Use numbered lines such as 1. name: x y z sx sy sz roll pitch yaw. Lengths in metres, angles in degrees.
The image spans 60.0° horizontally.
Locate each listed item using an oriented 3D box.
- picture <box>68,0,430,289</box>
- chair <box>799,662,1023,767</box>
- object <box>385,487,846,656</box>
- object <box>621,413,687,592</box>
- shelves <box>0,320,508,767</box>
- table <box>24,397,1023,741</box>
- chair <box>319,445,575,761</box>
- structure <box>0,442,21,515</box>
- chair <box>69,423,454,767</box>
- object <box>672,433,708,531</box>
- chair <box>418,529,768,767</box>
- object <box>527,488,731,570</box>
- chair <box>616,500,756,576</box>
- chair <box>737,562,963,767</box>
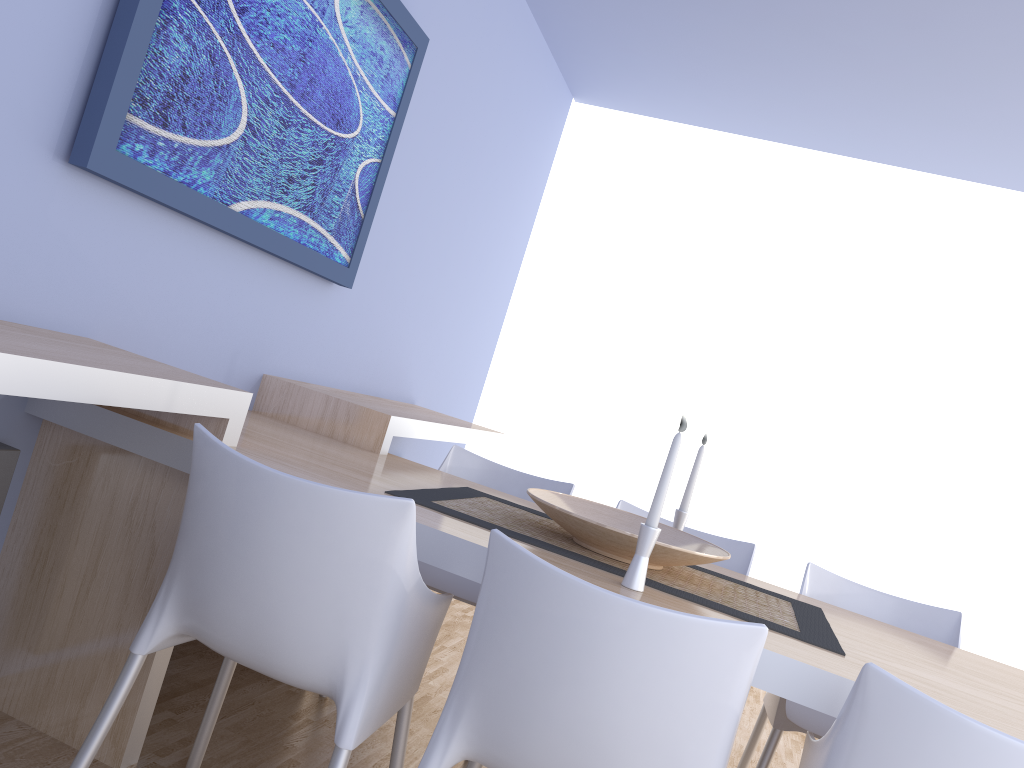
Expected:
1. picture: -0.605 -0.823 2.451 0.049 0.901 1.252 17 -1 16
2. chair: 0.625 0.843 1.332 0.510 0.793 0.486 17 -1 16
3. object: 0.250 0.401 2.087 0.986 0.005 0.594 17 -1 16
4. object: 0.282 0.223 1.701 0.045 0.349 0.045 18 -1 -32
5. shelves: -0.874 0.368 2.109 0.463 0.840 3.901 17 -1 16
6. table: 0.044 0.716 2.103 2.340 0.718 1.002 17 -1 16
7. chair: -0.156 0.626 2.767 0.510 0.793 0.486 17 -1 16
8. structure: -1.047 0.406 2.223 0.064 0.503 3.843 17 -1 16
9. chair: -0.429 0.523 1.657 0.510 0.793 0.486 17 -1 16
10. object: 0.484 0.298 2.429 0.045 0.349 0.045 17 -1 16
11. chair: 0.098 0.683 1.495 0.510 0.793 0.486 17 -1 16
12. object: 0.260 0.360 2.085 0.493 0.081 0.493 17 -1 35
13. chair: 0.383 0.790 2.601 0.510 0.793 0.486 17 -1 17
14. chair: 0.930 0.956 2.433 0.510 0.793 0.486 17 -1 16
